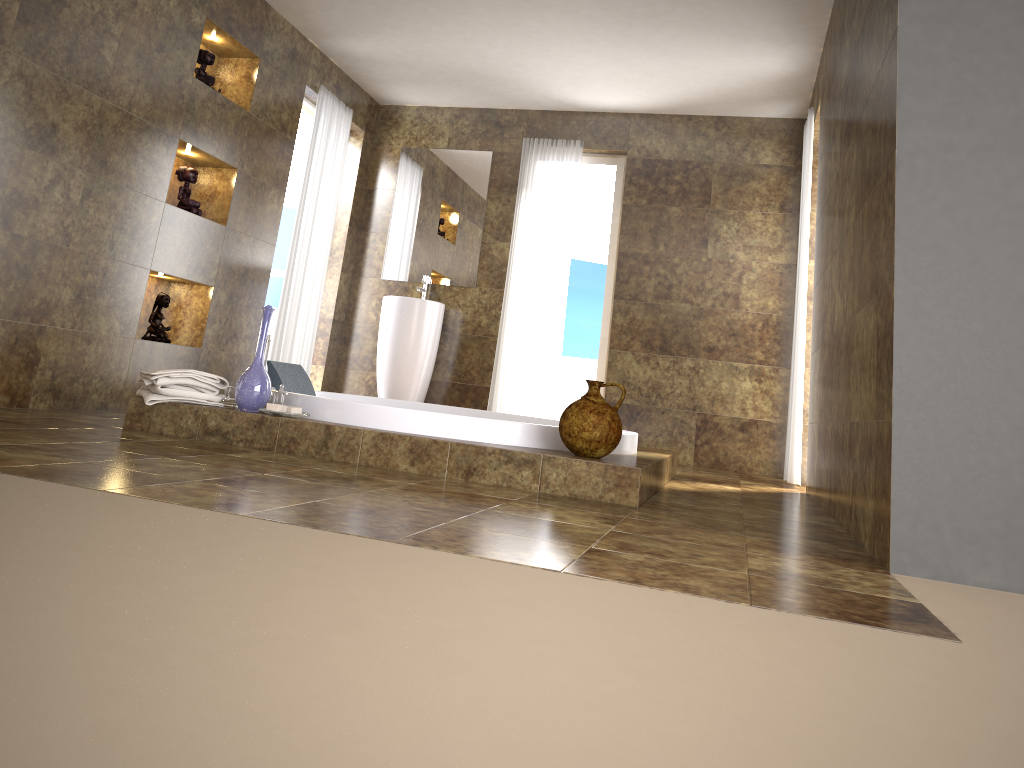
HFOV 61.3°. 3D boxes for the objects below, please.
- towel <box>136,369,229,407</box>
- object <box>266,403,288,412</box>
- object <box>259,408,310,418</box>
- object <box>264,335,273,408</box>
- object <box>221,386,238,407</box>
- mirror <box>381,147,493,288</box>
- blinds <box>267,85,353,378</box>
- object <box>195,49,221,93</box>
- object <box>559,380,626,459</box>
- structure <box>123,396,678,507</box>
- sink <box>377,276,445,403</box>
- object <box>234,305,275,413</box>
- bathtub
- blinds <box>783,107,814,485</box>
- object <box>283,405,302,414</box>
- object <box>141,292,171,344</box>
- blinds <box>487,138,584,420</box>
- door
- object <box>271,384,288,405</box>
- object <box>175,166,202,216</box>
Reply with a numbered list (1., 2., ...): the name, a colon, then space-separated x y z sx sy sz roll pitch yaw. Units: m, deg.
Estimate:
1. towel: -1.330 0.015 3.486 0.315 0.155 0.335 9 -4 -31
2. object: -0.886 0.092 3.253 0.054 0.035 0.071 6 -4 15
3. object: -0.869 0.114 3.303 0.190 0.019 0.184 7 -1 4
4. object: -1.017 -0.048 3.515 0.131 0.319 0.124 2 -12 22
5. object: -1.132 0.058 3.636 0.169 0.078 0.165 7 -3 -4
6. mirror: -0.585 -1.317 6.741 0.771 1.130 0.008 4 -13 15
7. blinds: -1.397 -0.945 6.052 0.068 2.357 0.572 3 -13 14
8. object: -1.764 -1.818 5.013 0.153 0.276 0.116 4 -11 15
9. object: 0.289 0.125 3.146 0.228 0.285 0.223 9 -9 -13
10. structure: -0.302 0.272 4.046 2.014 0.128 1.937 7 -1 15
11. sink: -0.764 -0.265 6.283 0.460 1.177 0.417 3 -12 17
12. object: -0.990 -0.104 3.385 0.137 0.435 0.129 2 -13 22
13. bathtub: -0.302 0.264 4.047 1.701 0.541 1.747 9 -3 -44
14. blinds: 1.760 -0.564 5.293 0.069 2.357 0.462 3 -13 14
15. object: -0.862 0.099 3.316 0.101 0.033 0.059 6 -4 30
16. object: -1.913 -0.365 4.711 0.153 0.284 0.145 4 -11 15
17. blinds: 0.182 -0.749 6.375 0.521 2.345 0.064 4 -13 14
18. door: -1.970 -0.953 6.671 0.963 2.306 0.038 6 -13 5
19. object: -0.929 0.060 3.454 0.057 0.119 0.056 11 -12 -22
20. object: -1.828 -1.096 4.907 0.175 0.295 0.106 4 -12 15
